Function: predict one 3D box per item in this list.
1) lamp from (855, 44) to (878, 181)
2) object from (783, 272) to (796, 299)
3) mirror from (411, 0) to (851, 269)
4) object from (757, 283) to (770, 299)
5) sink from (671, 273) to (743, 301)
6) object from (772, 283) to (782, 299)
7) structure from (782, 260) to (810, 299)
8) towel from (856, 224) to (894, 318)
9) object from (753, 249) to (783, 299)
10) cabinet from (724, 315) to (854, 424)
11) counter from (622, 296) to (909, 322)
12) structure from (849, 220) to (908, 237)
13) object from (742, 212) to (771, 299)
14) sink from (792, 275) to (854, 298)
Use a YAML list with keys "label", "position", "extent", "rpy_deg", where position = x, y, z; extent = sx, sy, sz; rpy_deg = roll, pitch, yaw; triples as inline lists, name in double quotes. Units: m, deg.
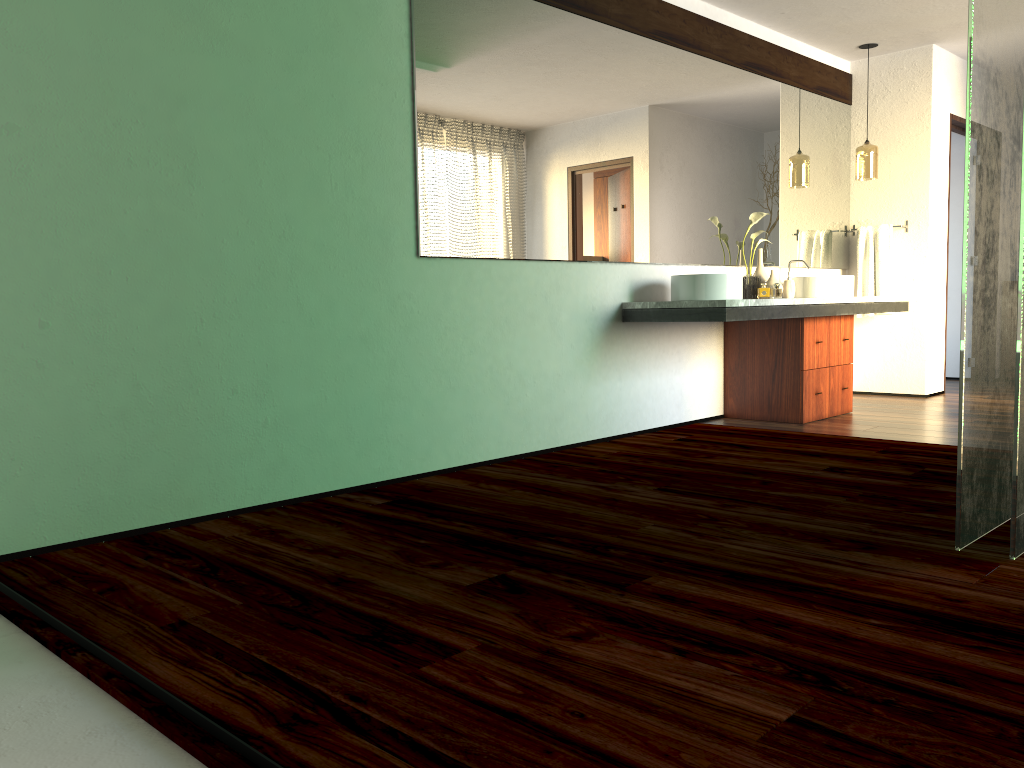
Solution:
- label: "lamp"
  position: [2.368, -1.804, 5.897]
  extent: [0.138, 0.867, 0.139]
  rpy_deg: [-1, 5, -3]
- label: "object"
  position: [1.645, -0.587, 5.258]
  extent: [0.072, 0.158, 0.069]
  rpy_deg: [1, 6, 27]
- label: "mirror"
  position: [1.011, -1.241, 4.913]
  extent: [0.018, 1.152, 3.978]
  rpy_deg: [4, 7, 44]
- label: "object"
  position: [1.469, -0.542, 5.171]
  extent: [0.066, 0.092, 0.038]
  rpy_deg: [-1, 5, 5]
- label: "sink"
  position: [0.999, -0.495, 4.552]
  extent: [0.348, 0.131, 0.366]
  rpy_deg: [-6, 7, -43]
- label: "object"
  position: [1.543, -0.544, 5.159]
  extent: [0.056, 0.090, 0.040]
  rpy_deg: [-5, 6, -35]
- label: "structure"
  position: [1.784, -0.660, 5.578]
  extent: [0.064, 0.242, 0.169]
  rpy_deg: [-6, 7, -42]
- label: "towel"
  position: [2.513, -0.780, 6.134]
  extent: [0.158, 0.636, 0.263]
  rpy_deg: [-4, 6, -28]
- label: "object"
  position: [1.520, -0.659, 5.293]
  extent: [0.118, 0.305, 0.243]
  rpy_deg: [-3, 5, -20]
- label: "cabinet"
  position: [1.667, -0.113, 5.291]
  extent: [0.525, 0.599, 0.643]
  rpy_deg: [4, 7, 44]
- label: "counter"
  position: [1.551, -0.441, 5.096]
  extent: [0.602, 0.101, 2.203]
  rpy_deg: [4, 7, 45]
- label: "structure"
  position: [2.542, -1.083, 6.158]
  extent: [0.378, 0.088, 0.100]
  rpy_deg: [4, 7, 44]
- label: "object"
  position: [1.441, -0.754, 5.253]
  extent: [0.191, 0.504, 0.239]
  rpy_deg: [1, 5, 22]
- label: "sink"
  position: [1.924, -0.600, 5.484]
  extent: [0.364, 0.131, 0.351]
  rpy_deg: [1, 5, 22]
